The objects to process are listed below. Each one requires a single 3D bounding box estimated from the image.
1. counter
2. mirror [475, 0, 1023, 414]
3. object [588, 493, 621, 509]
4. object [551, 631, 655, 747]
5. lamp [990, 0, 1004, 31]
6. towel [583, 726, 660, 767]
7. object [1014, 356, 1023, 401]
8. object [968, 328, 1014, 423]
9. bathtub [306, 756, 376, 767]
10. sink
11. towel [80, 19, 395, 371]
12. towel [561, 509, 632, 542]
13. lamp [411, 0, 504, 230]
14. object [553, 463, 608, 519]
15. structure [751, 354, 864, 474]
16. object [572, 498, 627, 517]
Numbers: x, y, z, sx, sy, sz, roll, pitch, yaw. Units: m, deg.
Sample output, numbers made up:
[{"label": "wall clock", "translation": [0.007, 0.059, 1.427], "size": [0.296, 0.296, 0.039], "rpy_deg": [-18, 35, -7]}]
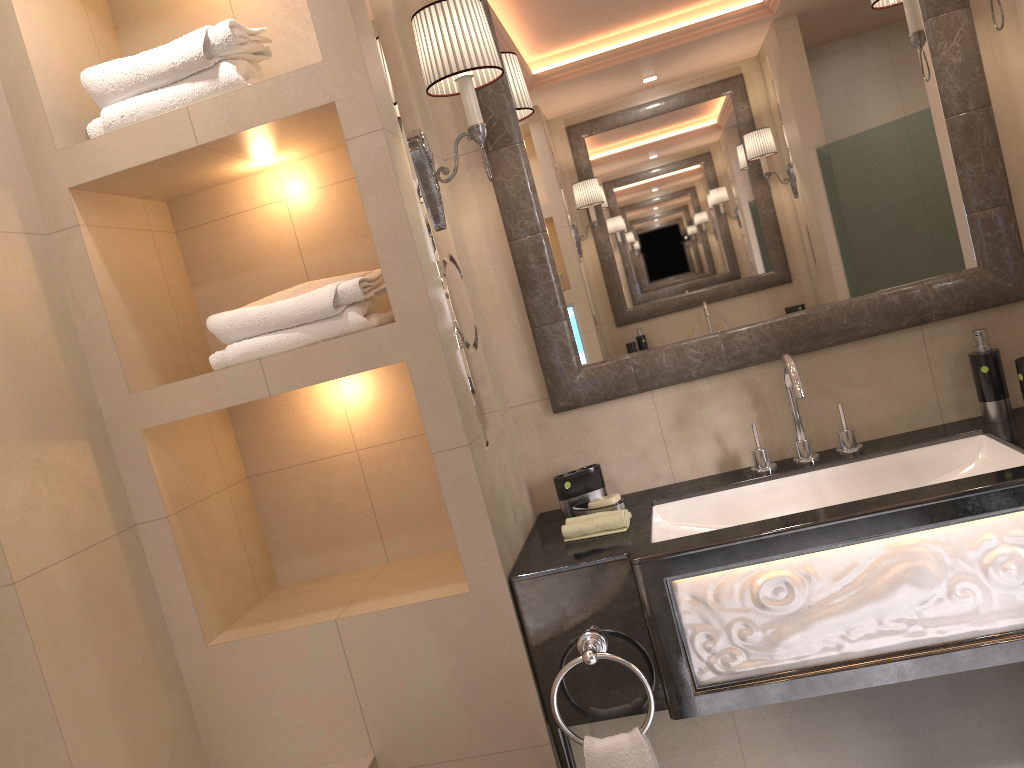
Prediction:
[{"label": "counter", "translation": [0.770, 0.618, 1.918], "size": [1.330, 0.858, 0.543], "rpy_deg": [-14, 5, 11]}, {"label": "mirror", "translation": [0.472, -0.695, 2.060], "size": [1.130, 1.320, 0.040], "rpy_deg": [-14, 5, 11]}, {"label": "object", "translation": [0.213, 0.271, 2.048], "size": [0.077, 0.022, 0.051], "rpy_deg": [-12, 5, 31]}, {"label": "object", "translation": [0.176, 0.607, 1.749], "size": [0.203, 0.226, 0.074], "rpy_deg": [-14, 5, 11]}, {"label": "lamp", "translation": [0.942, -0.844, 1.721], "size": [0.223, 0.444, 0.174], "rpy_deg": [-14, 5, 11]}, {"label": "towel", "translation": [0.252, 0.899, 1.744], "size": [0.173, 0.455, 0.116], "rpy_deg": [-16, 5, -8]}, {"label": "object", "translation": [1.132, 0.007, 1.911], "size": [0.063, 0.134, 0.063], "rpy_deg": [-11, 6, 43]}, {"label": "object", "translation": [1.069, -0.021, 1.988], "size": [0.063, 0.208, 0.063], "rpy_deg": [-16, 5, -8]}, {"label": "bathtub", "translation": [-0.439, 1.214, 0.603], "size": [1.060, 0.540, 2.662], "rpy_deg": [-14, 5, 11]}, {"label": "sink", "translation": [0.676, 0.285, 1.867], "size": [0.760, 0.135, 0.349], "rpy_deg": [-14, 5, 11]}, {"label": "towel", "translation": [-0.825, -0.234, 0.500], "size": [0.517, 0.726, 3.195], "rpy_deg": [-14, 5, 11]}, {"label": "towel", "translation": [0.184, 0.306, 1.959], "size": [0.149, 0.039, 0.096], "rpy_deg": [-14, 5, 17]}, {"label": "lamp", "translation": [-0.107, -0.581, 1.927], "size": [0.223, 0.444, 0.174], "rpy_deg": [-14, 5, 11]}, {"label": "object", "translation": [0.169, 0.260, 2.154], "size": [0.124, 0.104, 0.038], "rpy_deg": [-16, 5, -15]}, {"label": "structure", "translation": [0.635, 0.060, 2.047], "size": [0.223, 0.268, 0.242], "rpy_deg": [-10, 6, 45]}, {"label": "object", "translation": [0.203, 0.295, 2.061], "size": [0.133, 0.035, 0.080], "rpy_deg": [-12, 5, 29]}]
